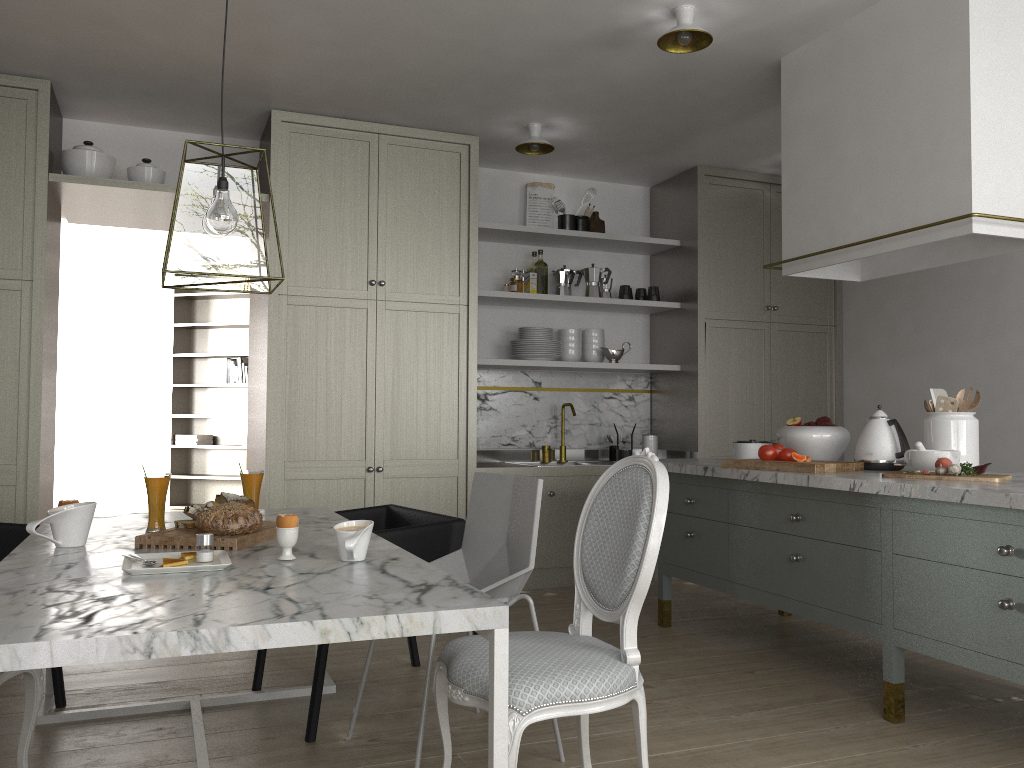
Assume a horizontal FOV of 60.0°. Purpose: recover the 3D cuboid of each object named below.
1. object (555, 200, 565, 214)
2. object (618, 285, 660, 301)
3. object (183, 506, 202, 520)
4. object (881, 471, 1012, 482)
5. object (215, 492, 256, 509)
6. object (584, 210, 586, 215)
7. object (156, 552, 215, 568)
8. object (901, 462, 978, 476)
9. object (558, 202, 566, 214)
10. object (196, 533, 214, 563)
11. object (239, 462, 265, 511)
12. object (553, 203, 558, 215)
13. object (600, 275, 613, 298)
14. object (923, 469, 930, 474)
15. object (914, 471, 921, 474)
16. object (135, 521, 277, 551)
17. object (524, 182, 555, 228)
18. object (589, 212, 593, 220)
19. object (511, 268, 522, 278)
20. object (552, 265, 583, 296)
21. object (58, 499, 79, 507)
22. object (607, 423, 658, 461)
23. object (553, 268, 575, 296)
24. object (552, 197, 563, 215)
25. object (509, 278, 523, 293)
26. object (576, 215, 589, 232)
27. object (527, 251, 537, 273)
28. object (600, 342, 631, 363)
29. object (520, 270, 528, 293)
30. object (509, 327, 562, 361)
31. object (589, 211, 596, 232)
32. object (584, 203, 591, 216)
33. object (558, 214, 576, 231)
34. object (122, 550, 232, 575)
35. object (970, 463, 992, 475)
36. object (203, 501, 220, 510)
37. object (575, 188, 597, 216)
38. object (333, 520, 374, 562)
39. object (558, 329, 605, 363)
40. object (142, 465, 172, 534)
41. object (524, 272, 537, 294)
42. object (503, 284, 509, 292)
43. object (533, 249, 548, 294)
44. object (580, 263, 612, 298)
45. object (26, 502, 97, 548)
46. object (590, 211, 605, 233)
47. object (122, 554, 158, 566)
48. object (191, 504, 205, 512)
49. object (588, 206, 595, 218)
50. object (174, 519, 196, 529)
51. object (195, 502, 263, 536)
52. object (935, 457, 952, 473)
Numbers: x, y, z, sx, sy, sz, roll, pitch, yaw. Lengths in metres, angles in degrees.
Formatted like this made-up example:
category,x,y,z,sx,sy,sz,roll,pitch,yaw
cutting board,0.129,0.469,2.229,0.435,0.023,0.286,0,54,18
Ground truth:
category,x,y,z,sx,sy,sz,roll,pitch,yaw
object,0.311,-0.966,5.133,0.132,0.185,0.039,2,-3,-31
object,0.747,-0.531,5.320,0.264,0.098,0.173,1,-2,-13
object,-0.827,0.347,2.336,0.083,0.055,0.073,-2,-3,45
object,1.355,0.288,2.769,0.330,0.012,0.220,-1,-3,38
object,-0.750,0.336,2.413,0.090,0.087,0.086,3,-3,-44
object,0.427,-0.960,5.280,0.079,0.202,0.023,2,-3,-42
object,-0.703,0.376,1.888,0.068,0.014,0.197,0,-2,6
object,1.322,0.266,2.753,0.224,0.058,0.116,0,-2,14
object,0.304,-1.006,5.238,0.085,0.148,0.050,-2,-3,40
object,-0.664,0.355,1.918,0.036,0.060,0.036,0,-2,19
object,-0.743,0.317,2.529,0.071,0.188,0.071,0,-2,-1
object,0.289,-0.966,5.212,0.098,0.199,0.059,0,-2,-3
object,0.556,-0.568,5.287,0.087,0.167,0.138,0,-2,2
object,1.292,0.273,2.760,0.013,0.017,0.030,1,-2,-13
object,1.271,0.277,2.791,0.028,0.010,0.015,-2,-3,43
object,-0.754,0.388,2.294,0.260,0.031,0.360,0,-2,8
object,0.164,-1.024,5.230,0.183,0.327,0.074,1,-2,-13
object,0.480,-0.948,5.326,0.092,0.185,0.023,1,-2,-12
object,0.026,-0.582,5.116,0.059,0.172,0.059,-2,-3,41
object,0.323,-0.595,5.217,0.175,0.212,0.111,0,-2,14
object,-1.141,0.346,2.282,0.050,0.101,0.050,1,-3,-26
object,0.704,0.345,5.245,0.307,0.229,0.144,-1,-2,21
object,0.290,-0.579,5.046,0.087,0.167,0.138,1,-3,-26
object,0.273,-1.010,5.146,0.085,0.148,0.050,1,-2,-20
object,0.023,-0.549,5.045,0.078,0.101,0.078,-1,-3,24
object,0.402,-0.923,5.255,0.112,0.128,0.112,2,-3,-38
object,0.130,-0.633,5.188,0.066,0.282,0.066,2,-3,-32
object,0.607,-0.183,5.203,0.210,0.135,0.102,2,-3,-29
object,0.065,-0.580,5.168,0.059,0.172,0.059,0,-2,5
object,0.136,-0.221,5.066,0.306,0.195,0.300,1,-3,-25
object,0.502,-0.947,5.316,0.092,0.183,0.038,1,-2,-12
object,0.428,-0.963,5.236,0.083,0.201,0.023,-1,-3,34
object,0.320,-0.921,5.177,0.108,0.118,0.108,2,-3,-30
object,-0.711,0.379,1.883,0.212,0.014,0.212,1,-2,-22
object,1.447,0.263,2.750,0.049,0.039,0.057,1,-3,-25
object,-0.772,0.341,2.324,0.079,0.067,0.074,-2,-3,40
object,0.425,-1.057,5.174,0.135,0.187,0.070,1,-2,-19
object,-0.342,0.349,1.956,0.089,0.085,0.138,2,-3,-27
object,0.414,-0.221,5.285,0.309,0.216,0.149,2,-3,-29
object,-0.945,0.309,2.361,0.071,0.188,0.071,0,-2,-1
object,0.105,-0.566,5.112,0.044,0.141,0.077,2,-3,-27
object,-0.031,-0.538,5.129,0.046,0.084,0.046,0,-2,5
object,0.162,-0.636,5.113,0.082,0.282,0.089,2,-3,-27
object,0.481,-0.596,5.150,0.175,0.212,0.111,-2,-3,39
object,-1.075,0.342,2.136,0.110,0.105,0.170,0,-2,-2
object,0.512,-0.947,5.311,0.092,0.183,0.038,1,-2,-12
object,-0.791,0.376,1.891,0.132,0.013,0.032,-2,-3,43
object,-0.817,0.347,2.362,0.083,0.057,0.072,-2,-3,44
object,0.443,-0.968,5.269,0.106,0.191,0.016,1,-2,-12
object,-0.844,0.366,2.310,0.068,0.017,0.077,3,-3,-44
object,-0.701,0.334,2.207,0.157,0.075,0.151,0,-2,14
object,1.373,0.259,2.818,0.050,0.051,0.090,-1,-3,31
